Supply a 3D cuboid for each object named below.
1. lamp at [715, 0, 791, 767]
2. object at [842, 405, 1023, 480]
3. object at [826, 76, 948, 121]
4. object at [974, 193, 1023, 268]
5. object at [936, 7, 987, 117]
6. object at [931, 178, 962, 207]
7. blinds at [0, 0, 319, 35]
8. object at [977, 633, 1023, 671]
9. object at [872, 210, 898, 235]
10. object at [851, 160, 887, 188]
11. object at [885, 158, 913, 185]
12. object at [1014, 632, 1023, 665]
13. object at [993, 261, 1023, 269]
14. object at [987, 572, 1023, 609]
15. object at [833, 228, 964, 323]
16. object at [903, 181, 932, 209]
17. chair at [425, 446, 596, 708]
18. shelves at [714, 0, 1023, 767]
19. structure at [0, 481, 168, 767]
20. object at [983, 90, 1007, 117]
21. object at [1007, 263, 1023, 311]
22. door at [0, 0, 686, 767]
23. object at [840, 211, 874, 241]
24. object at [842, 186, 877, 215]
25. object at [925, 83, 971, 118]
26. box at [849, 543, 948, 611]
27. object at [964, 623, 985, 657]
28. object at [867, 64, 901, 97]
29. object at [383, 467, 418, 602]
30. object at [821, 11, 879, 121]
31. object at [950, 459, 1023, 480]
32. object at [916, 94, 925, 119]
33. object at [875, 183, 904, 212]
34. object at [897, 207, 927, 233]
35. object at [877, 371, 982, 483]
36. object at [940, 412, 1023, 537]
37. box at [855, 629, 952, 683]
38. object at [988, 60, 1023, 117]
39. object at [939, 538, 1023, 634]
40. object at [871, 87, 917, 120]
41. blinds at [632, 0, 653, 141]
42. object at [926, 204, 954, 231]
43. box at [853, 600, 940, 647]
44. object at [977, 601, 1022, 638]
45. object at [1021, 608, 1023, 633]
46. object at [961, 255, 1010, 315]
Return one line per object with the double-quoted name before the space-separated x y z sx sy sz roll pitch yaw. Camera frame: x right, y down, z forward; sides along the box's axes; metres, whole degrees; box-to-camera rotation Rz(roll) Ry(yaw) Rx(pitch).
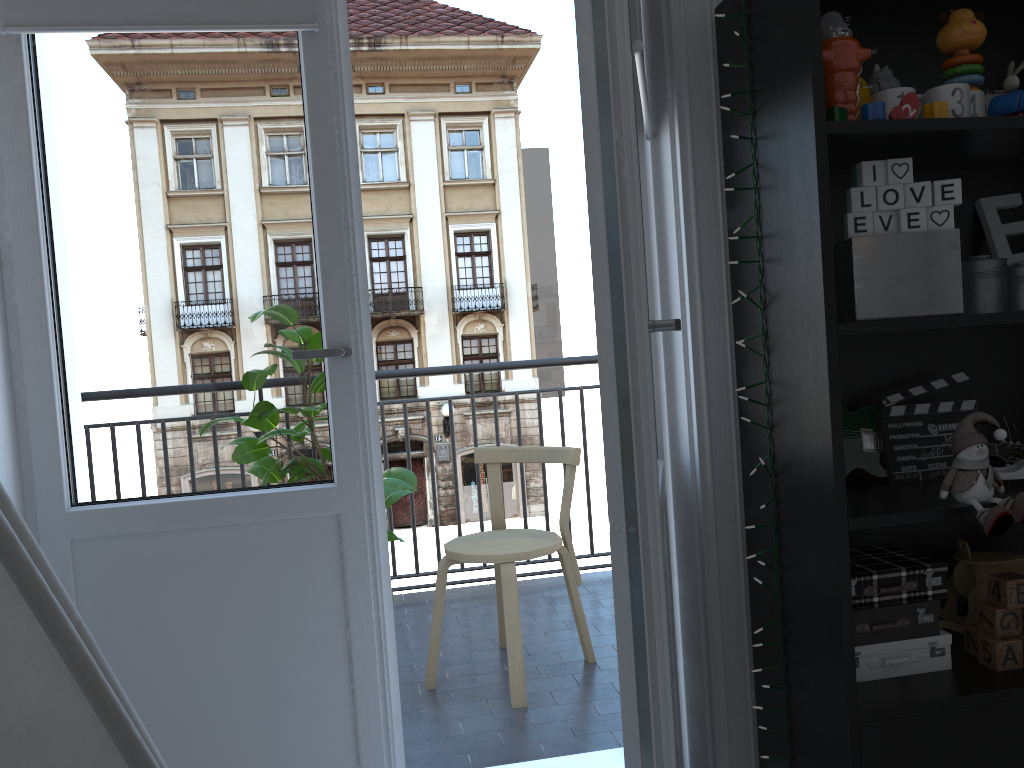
"lamp" 0.878 0.100 1.656 0.985 1.685 0.095 -5 3 -12
"object" 0.750 0.114 1.696 0.542 0.239 0.093 -4 2 -9
"object" 0.560 -0.507 1.519 0.197 0.197 0.318 -5 2 -13
"object" 0.974 -0.300 1.738 0.107 0.151 0.055 -4 3 -9
"object" 0.765 -0.530 1.505 0.077 0.213 0.077 -3 3 24
"object" 0.702 -0.307 1.436 0.040 0.040 0.040 -3 2 16
"blinds" -0.654 -0.734 1.648 0.565 0.158 0.032 -4 3 -9
"object" 0.839 0.460 1.526 0.050 0.050 0.050 -4 2 -9
"object" 0.604 -0.261 1.455 0.040 0.040 0.040 -4 2 -4
"object" 0.581 -0.340 1.445 0.040 0.040 0.040 -4 2 -4
"object" 0.623 -0.342 1.441 0.040 0.040 0.040 -4 2 1
"object" 0.897 0.455 1.536 0.050 0.050 0.050 -4 2 -4
"object" 1.058 -0.194 1.594 0.368 0.106 0.349 -4 2 -8
"object" 0.865 0.358 1.540 0.050 0.050 0.050 -4 2 -9
"object" 0.640 -0.176 1.484 0.170 0.138 0.124 -4 2 6
"object" 0.657 -0.304 1.440 0.040 0.040 0.040 -3 2 21
"chair" -0.013 0.578 2.861 0.436 0.716 0.498 -2 3 36
"shelves" 0.915 0.103 1.598 0.911 1.678 0.353 -4 3 -9
"structure" -0.744 0.218 0.894 1.142 1.750 1.143 -6 3 -34
"object" 1.095 -0.524 1.762 0.347 0.132 0.037 -4 3 -9
"object" 1.001 -0.185 1.618 0.078 0.091 0.246 -5 2 -15
"door" -0.268 0.051 1.508 1.263 1.839 0.636 -4 3 -8
"object" 0.564 -0.258 1.451 0.040 0.040 0.040 -4 2 6
"object" 0.567 -0.298 1.449 0.040 0.040 0.040 -4 2 1
"object" 0.718 -0.452 1.460 0.067 0.067 0.067 -4 2 -8
"box" 0.627 0.343 1.578 0.215 0.062 0.179 -4 2 -9
"object" 0.845 0.457 1.583 0.050 0.050 0.050 -4 2 -9
"object" 0.676 -0.501 1.615 0.063 0.160 0.063 -6 3 -31
"object" -0.625 0.367 2.778 0.720 1.225 0.489 -4 2 1
"object" 0.538 -0.507 1.444 0.105 0.203 0.072 -4 2 -2
"object" 0.887 0.152 1.542 0.230 0.048 0.098 -3 2 16
"object" 0.675 -0.451 1.512 0.067 0.067 0.067 -6 3 -35
"object" 0.612 -0.301 1.444 0.040 0.040 0.040 -4 2 11
"object" 0.647 -0.263 1.443 0.040 0.040 0.040 -4 2 6
"object" 0.792 0.080 1.675 0.200 0.199 0.048 -4 3 -9
"object" 0.751 0.140 1.400 0.110 0.186 0.129 -5 3 -22
"box" 0.636 0.465 1.582 0.215 0.062 0.179 -4 2 -9
"object" 0.875 -0.494 1.525 0.121 0.126 0.087 -5 3 -32
"object" 0.956 0.380 1.678 0.337 0.186 0.111 -4 2 6
"object" 0.629 -0.446 1.460 0.067 0.067 0.067 -4 2 -8
"blinds" 0.218 -0.674 1.511 0.032 0.390 0.565 -4 2 11
"object" 0.692 -0.266 1.439 0.040 0.040 0.040 -3 2 21
"box" 0.613 0.406 1.576 0.215 0.062 0.179 -4 2 -9
"object" 0.850 0.409 1.547 0.050 0.050 0.050 -4 2 -9
"object" 0.909 0.405 1.536 0.050 0.050 0.050 -4 2 -9
"object" 0.890 -0.187 1.684 0.095 0.110 0.095 -4 2 -5
